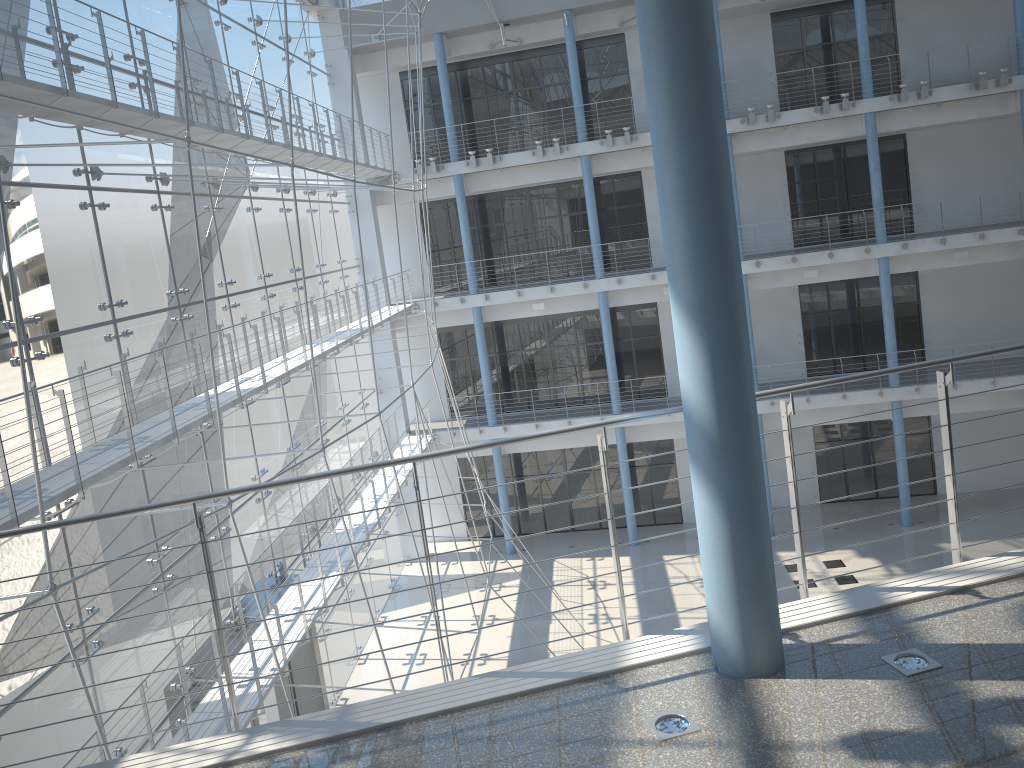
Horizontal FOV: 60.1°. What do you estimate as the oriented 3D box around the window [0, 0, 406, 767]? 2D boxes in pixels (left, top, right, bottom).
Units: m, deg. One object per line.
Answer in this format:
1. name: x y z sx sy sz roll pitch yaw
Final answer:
1. window: -0.738 -0.320 1.815 0.010 2.750 3.887 -7 9 6
